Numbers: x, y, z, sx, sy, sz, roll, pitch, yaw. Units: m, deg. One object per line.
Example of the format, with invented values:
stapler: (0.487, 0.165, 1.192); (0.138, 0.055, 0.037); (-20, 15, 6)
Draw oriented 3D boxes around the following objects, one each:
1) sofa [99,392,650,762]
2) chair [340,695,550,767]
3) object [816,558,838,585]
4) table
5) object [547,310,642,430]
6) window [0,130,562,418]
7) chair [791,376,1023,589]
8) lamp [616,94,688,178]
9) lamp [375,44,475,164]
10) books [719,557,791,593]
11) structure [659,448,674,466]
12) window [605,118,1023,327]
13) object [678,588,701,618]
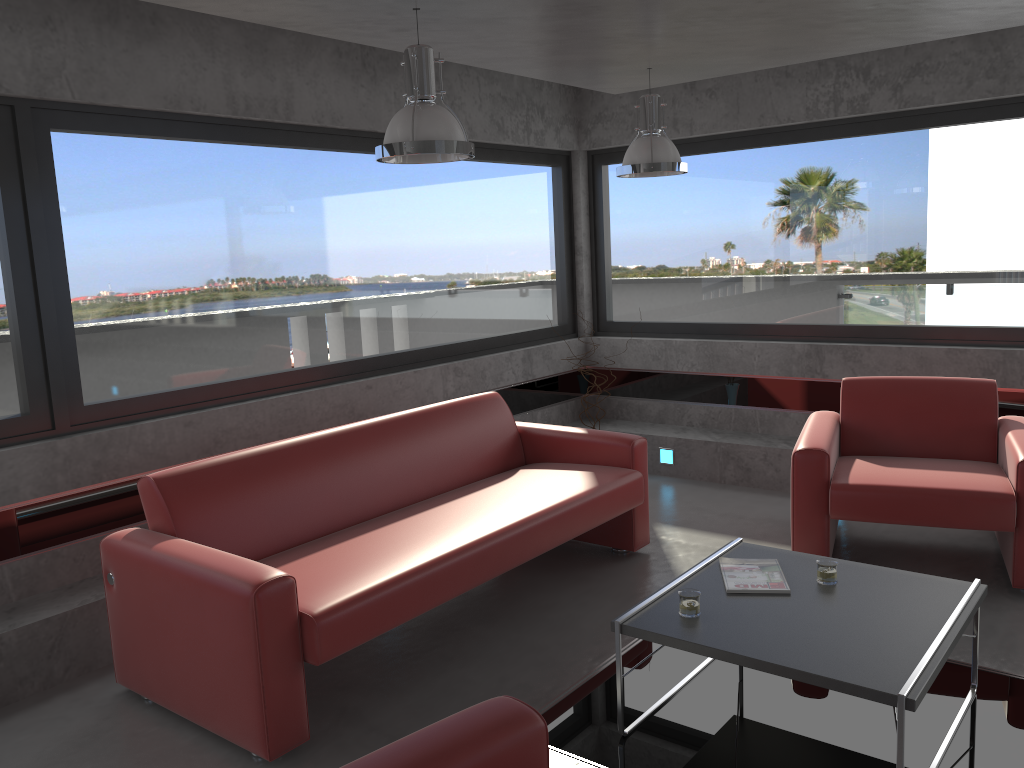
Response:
sofa: (-0.412, 0.642, 4.222); (1.120, 0.854, 2.626); (4, 11, 38)
chair: (0.013, 1.044, 1.453); (1.130, 0.854, 1.196); (-10, 12, -41)
object: (1.182, 0.705, 3.328); (0.079, 0.077, 0.079); (-11, 12, -43)
table: (1.047, 0.981, 3.184); (0.994, 0.436, 1.018); (4, 11, 38)
object: (0.545, 0.132, 6.058); (0.466, 1.289, 0.531); (-10, 11, -38)
window: (-2.004, -0.551, 4.178); (0.003, 1.364, 7.800); (4, 11, 38)
chair: (2.129, 0.452, 4.661); (1.196, 0.854, 1.130); (1, 9, 23)
lamp: (0.760, -1.361, 4.850); (0.388, 0.422, 0.389); (2, 10, 27)
lamp: (-0.350, -1.094, 3.459); (0.389, 0.422, 0.388); (4, 11, 38)
books: (0.928, 0.732, 3.412); (0.228, 0.022, 0.326); (-1, 9, 8)
structure: (1.136, 0.533, 6.521); (0.123, 0.123, 0.004); (4, 11, 38)
window: (2.515, -1.028, 5.870); (4.583, 1.364, 0.003); (4, 11, 38)
object: (0.621, 0.766, 3.103); (0.079, 0.077, 0.079); (1, 9, 21)
